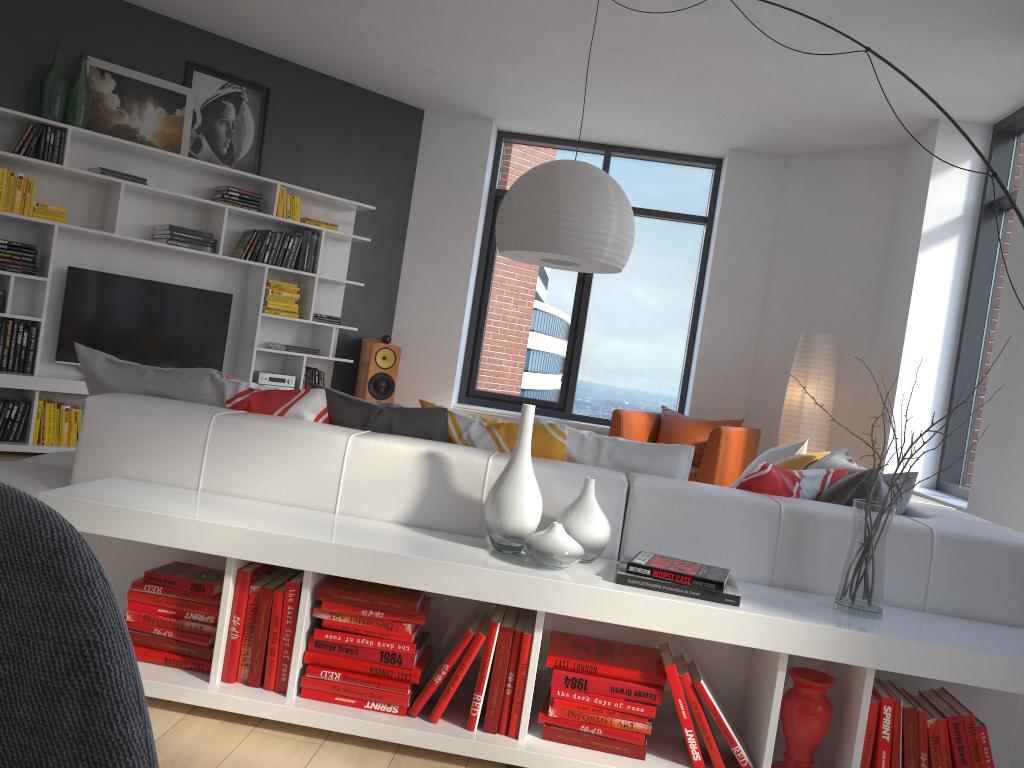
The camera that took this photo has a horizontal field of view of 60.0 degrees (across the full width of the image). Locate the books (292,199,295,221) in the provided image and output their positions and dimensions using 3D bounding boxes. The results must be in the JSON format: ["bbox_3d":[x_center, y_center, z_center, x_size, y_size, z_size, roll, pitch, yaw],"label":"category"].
[{"bbox_3d":[-1.627,-1.277,6.514,0.046,0.161,0.108,7,2,-41],"label":"books"}]

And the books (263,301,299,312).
[{"bbox_3d":[-1.750,-0.584,6.623,0.243,0.042,0.189,8,2,-40],"label":"books"}]

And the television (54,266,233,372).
[{"bbox_3d":[-2.493,-0.356,6.067,1.102,0.704,0.207,8,2,-40],"label":"television"}]

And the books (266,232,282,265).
[{"bbox_3d":[-1.785,-0.991,6.501,0.084,0.249,0.191,8,2,-40],"label":"books"}]

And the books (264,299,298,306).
[{"bbox_3d":[-1.757,-0.614,6.632,0.251,0.014,0.189,8,1,-37],"label":"books"}]

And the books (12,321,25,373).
[{"bbox_3d":[-3.105,-0.238,5.533,0.034,0.315,0.239,8,2,-40],"label":"books"}]

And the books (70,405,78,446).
[{"bbox_3d":[-2.823,0.264,5.682,0.043,0.235,0.171,7,2,-42],"label":"books"}]

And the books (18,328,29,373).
[{"bbox_3d":[-3.078,-0.215,5.550,0.028,0.272,0.200,8,2,-40],"label":"books"}]

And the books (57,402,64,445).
[{"bbox_3d":[-2.876,0.249,5.622,0.041,0.252,0.180,8,2,-40],"label":"books"}]

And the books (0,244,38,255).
[{"bbox_3d":[-3.094,-0.836,5.471,0.284,0.030,0.214,8,1,-32],"label":"books"}]

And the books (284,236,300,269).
[{"bbox_3d":[-1.675,-0.977,6.591,0.084,0.249,0.191,8,2,-40],"label":"books"}]

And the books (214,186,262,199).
[{"bbox_3d":[-1.956,-1.364,6.334,0.209,0.030,0.266,10,2,43],"label":"books"}]

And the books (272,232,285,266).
[{"bbox_3d":[-1.759,-0.993,6.523,0.066,0.260,0.197,8,2,-40],"label":"books"}]

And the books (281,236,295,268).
[{"bbox_3d":[-1.697,-0.976,6.558,0.071,0.243,0.179,7,2,-41],"label":"books"}]

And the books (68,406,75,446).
[{"bbox_3d":[-2.828,0.262,5.652,0.043,0.240,0.169,7,2,-41],"label":"books"}]

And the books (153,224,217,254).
[{"bbox_3d":[-2.267,-0.999,6.138,0.277,0.137,0.343,10,2,45],"label":"books"}]

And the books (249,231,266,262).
[{"bbox_3d":[-1.871,-0.994,6.413,0.081,0.233,0.169,7,2,-41],"label":"books"}]

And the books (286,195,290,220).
[{"bbox_3d":[-1.666,-1.293,6.503,0.054,0.180,0.132,8,2,-40],"label":"books"}]

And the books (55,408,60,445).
[{"bbox_3d":[-2.891,0.261,5.605,0.042,0.230,0.156,7,2,-42],"label":"books"}]

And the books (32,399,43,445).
[{"bbox_3d":[-2.976,0.227,5.519,0.029,0.270,0.204,8,2,-40],"label":"books"}]

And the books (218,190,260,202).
[{"bbox_3d":[-1.950,-1.336,6.328,0.246,0.026,0.180,8,1,-38],"label":"books"}]

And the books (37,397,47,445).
[{"bbox_3d":[-2.960,0.229,5.560,0.048,0.271,0.213,8,2,-40],"label":"books"}]

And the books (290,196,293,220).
[{"bbox_3d":[-1.647,-1.289,6.511,0.044,0.178,0.128,8,2,-41],"label":"books"}]

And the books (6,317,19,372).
[{"bbox_3d":[-3.127,-0.247,5.514,0.026,0.326,0.237,8,2,-40],"label":"books"}]

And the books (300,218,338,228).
[{"bbox_3d":[-1.482,-1.219,6.728,0.257,0.024,0.203,8,1,-37],"label":"books"}]

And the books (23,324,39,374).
[{"bbox_3d":[-3.047,-0.222,5.577,0.051,0.297,0.230,8,2,-40],"label":"books"}]

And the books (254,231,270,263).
[{"bbox_3d":[-1.836,-0.992,6.426,0.069,0.242,0.172,8,2,-39],"label":"books"}]

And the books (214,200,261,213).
[{"bbox_3d":[-1.968,-1.259,6.329,0.284,0.030,0.214,8,1,-37],"label":"books"}]

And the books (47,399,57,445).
[{"bbox_3d":[-2.913,0.238,5.606,0.038,0.267,0.202,8,2,-40],"label":"books"}]

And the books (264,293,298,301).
[{"bbox_3d":[-1.748,-0.650,6.631,0.239,0.019,0.171,8,2,-40],"label":"books"}]

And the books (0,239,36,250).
[{"bbox_3d":[-3.072,-0.860,5.451,0.246,0.026,0.180,8,1,-33],"label":"books"}]

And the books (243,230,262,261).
[{"bbox_3d":[-1.903,-0.998,6.404,0.096,0.234,0.187,8,2,-40],"label":"books"}]

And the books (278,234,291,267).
[{"bbox_3d":[-1.724,-0.985,6.551,0.075,0.254,0.192,7,2,-41],"label":"books"}]

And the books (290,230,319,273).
[{"bbox_3d":[-1.590,-0.997,6.697,0.128,0.321,0.259,8,2,-40],"label":"books"}]

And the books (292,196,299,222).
[{"bbox_3d":[-1.616,-1.288,6.541,0.064,0.184,0.141,8,2,-39],"label":"books"}]

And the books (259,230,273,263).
[{"bbox_3d":[-1.834,-1.000,6.461,0.075,0.254,0.192,7,2,-41],"label":"books"}]

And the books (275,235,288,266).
[{"bbox_3d":[-1.726,-0.977,6.516,0.069,0.242,0.172,8,2,-39],"label":"books"}]

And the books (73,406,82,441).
[{"bbox_3d":[-2.805,0.267,5.710,0.056,0.235,0.172,7,2,-41],"label":"books"}]

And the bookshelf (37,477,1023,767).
[{"bbox_3d":[0.060,0.714,2.315,2.600,0.500,0.356,9,1,5],"label":"bookshelf"}]

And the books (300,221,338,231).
[{"bbox_3d":[-1.478,-1.192,6.724,0.257,0.028,0.194,8,1,-35],"label":"books"}]

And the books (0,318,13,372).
[{"bbox_3d":[-3.150,-0.244,5.491,0.034,0.314,0.237,8,2,-40],"label":"books"}]

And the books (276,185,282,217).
[{"bbox_3d":[-1.723,-1.325,6.444,0.041,0.229,0.161,7,2,-41],"label":"books"}]

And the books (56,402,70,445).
[{"bbox_3d":[-2.863,0.251,5.647,0.055,0.252,0.185,7,2,-42],"label":"books"}]

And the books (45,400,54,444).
[{"bbox_3d":[-2.938,0.238,5.588,0.066,0.258,0.198,8,2,-40],"label":"books"}]

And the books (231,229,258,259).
[{"bbox_3d":[-1.926,-1.002,6.378,0.104,0.234,0.182,8,2,-40],"label":"books"}]

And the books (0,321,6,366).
[{"bbox_3d":[-3.172,-0.239,5.466,0.028,0.301,0.213,8,2,-40],"label":"books"}]

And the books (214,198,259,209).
[{"bbox_3d":[-1.968,-1.285,6.331,0.264,0.020,0.189,7,2,-42],"label":"books"}]

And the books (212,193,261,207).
[{"bbox_3d":[-1.974,-1.312,6.347,0.284,0.030,0.214,8,1,-37],"label":"books"}]

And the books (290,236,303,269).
[{"bbox_3d":[-1.649,-0.978,6.614,0.066,0.260,0.197,8,2,-40],"label":"books"}]

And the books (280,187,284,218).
[{"bbox_3d":[-1.718,-1.323,6.474,0.041,0.224,0.163,7,2,-42],"label":"books"}]

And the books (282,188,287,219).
[{"bbox_3d":[-1.701,-1.320,6.500,0.054,0.224,0.164,7,2,-41],"label":"books"}]

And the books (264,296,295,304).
[{"bbox_3d":[-1.749,-0.630,6.610,0.217,0.023,0.145,8,1,-36],"label":"books"}]

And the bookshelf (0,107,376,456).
[{"bbox_3d":[-2.392,-0.515,5.985,3.000,2.052,0.455,8,2,-40],"label":"bookshelf"}]

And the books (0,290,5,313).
[{"bbox_3d":[-3.287,-0.529,5.358,0.343,0.137,0.277,8,2,-40],"label":"books"}]

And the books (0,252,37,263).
[{"bbox_3d":[-3.090,-0.783,5.452,0.284,0.030,0.214,8,1,-32],"label":"books"}]

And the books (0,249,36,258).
[{"bbox_3d":[-3.089,-0.809,5.454,0.264,0.020,0.189,8,1,-37],"label":"books"}]

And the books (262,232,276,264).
[{"bbox_3d":[-1.811,-0.990,6.473,0.068,0.243,0.179,7,2,-42],"label":"books"}]

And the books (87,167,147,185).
[{"bbox_3d":[-2.584,-1.349,5.796,0.310,0.047,0.250,7,2,-45],"label":"books"}]
